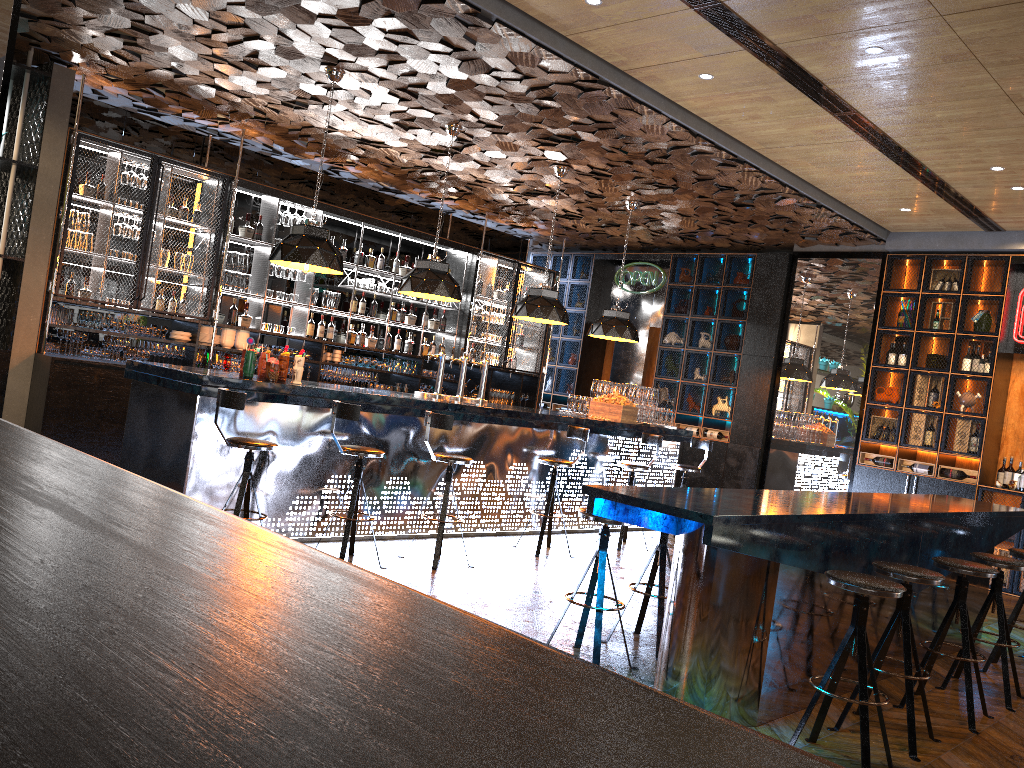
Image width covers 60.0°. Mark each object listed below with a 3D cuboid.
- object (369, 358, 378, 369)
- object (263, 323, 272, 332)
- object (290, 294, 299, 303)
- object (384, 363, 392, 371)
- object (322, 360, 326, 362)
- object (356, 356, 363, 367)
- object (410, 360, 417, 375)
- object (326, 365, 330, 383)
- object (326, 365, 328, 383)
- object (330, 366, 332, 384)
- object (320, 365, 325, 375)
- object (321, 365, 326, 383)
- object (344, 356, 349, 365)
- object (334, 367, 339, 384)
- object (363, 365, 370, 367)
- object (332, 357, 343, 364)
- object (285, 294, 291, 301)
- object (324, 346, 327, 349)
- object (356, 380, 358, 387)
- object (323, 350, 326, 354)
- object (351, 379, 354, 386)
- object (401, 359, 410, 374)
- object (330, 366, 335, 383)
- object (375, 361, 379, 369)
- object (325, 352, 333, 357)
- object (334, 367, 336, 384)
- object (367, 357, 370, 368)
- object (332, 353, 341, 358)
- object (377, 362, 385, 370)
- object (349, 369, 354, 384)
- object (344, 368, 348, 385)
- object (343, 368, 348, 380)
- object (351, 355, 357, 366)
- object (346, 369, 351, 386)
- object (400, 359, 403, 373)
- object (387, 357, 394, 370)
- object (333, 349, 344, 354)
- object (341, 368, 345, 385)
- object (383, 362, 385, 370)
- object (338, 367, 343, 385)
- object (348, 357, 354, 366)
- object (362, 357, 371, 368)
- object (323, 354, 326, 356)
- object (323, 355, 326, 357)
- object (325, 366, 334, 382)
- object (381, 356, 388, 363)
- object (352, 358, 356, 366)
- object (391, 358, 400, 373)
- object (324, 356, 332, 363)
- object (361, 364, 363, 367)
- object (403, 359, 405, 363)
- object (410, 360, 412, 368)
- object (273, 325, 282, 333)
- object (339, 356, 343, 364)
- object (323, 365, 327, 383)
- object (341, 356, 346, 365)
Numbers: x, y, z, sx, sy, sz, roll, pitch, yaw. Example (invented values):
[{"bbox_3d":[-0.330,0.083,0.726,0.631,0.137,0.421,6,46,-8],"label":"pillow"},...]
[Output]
[{"bbox_3d":[-1.660,-0.246,10.622,0.108,0.126,0.108,8,0,-12],"label":"object"},{"bbox_3d":[-2.674,-0.616,9.688,0.089,0.092,0.089,8,0,15],"label":"object"},{"bbox_3d":[-2.418,-0.949,9.847,0.089,0.092,0.089,8,0,28],"label":"object"},{"bbox_3d":[-1.503,-0.208,10.746,0.098,0.097,0.098,8,0,-12],"label":"object"},{"bbox_3d":[-2.199,-0.271,10.141,0.149,0.022,0.149,8,0,12],"label":"object"},{"bbox_3d":[-1.822,-0.269,10.626,0.100,0.125,0.100,8,0,1],"label":"object"},{"bbox_3d":[-1.216,-0.204,11.011,0.101,0.172,0.115,8,0,-17],"label":"object"},{"bbox_3d":[-2.145,-0.098,10.359,0.058,0.234,0.058,8,0,19],"label":"object"},{"bbox_3d":[-2.184,-0.104,10.484,0.058,0.234,0.058,8,0,-3],"label":"object"},{"bbox_3d":[-2.124,-0.095,10.432,0.058,0.234,0.058,8,0,21],"label":"object"},{"bbox_3d":[-2.190,-0.101,10.104,0.108,0.227,0.108,8,0,35],"label":"object"},{"bbox_3d":[-2.195,-0.102,10.272,0.108,0.227,0.108,8,0,8],"label":"object"},{"bbox_3d":[-1.929,-0.271,10.384,0.058,0.099,0.067,8,0,13],"label":"object"},{"bbox_3d":[-2.033,-0.081,10.249,0.058,0.234,0.058,8,0,-4],"label":"object"},{"bbox_3d":[-1.782,-0.249,10.869,0.098,0.097,0.098,8,0,35],"label":"object"},{"bbox_3d":[-2.037,-0.271,10.287,0.094,0.067,0.106,8,0,32],"label":"object"},{"bbox_3d":[-2.515,-0.963,10.005,0.089,0.092,0.089,8,0,28],"label":"object"},{"bbox_3d":[-2.183,-0.411,10.133,0.094,0.069,0.106,8,0,-40],"label":"object"},{"bbox_3d":[-1.876,-0.056,10.764,0.091,0.229,0.091,8,0,12],"label":"object"},{"bbox_3d":[-2.182,-0.366,10.141,0.107,0.070,0.094,8,0,-16],"label":"object"},{"bbox_3d":[-1.901,-0.059,10.575,0.091,0.229,0.091,8,0,-26],"label":"object"},{"bbox_3d":[-1.300,-0.216,10.909,0.101,0.172,0.115,8,0,28],"label":"object"},{"bbox_3d":[-2.092,-0.090,10.309,0.058,0.234,0.058,8,0,-24],"label":"object"},{"bbox_3d":[-1.649,-0.229,10.747,0.098,0.097,0.098,8,0,-9],"label":"object"},{"bbox_3d":[-2.129,-0.330,10.313,0.105,0.069,0.094,8,0,21],"label":"object"},{"bbox_3d":[-2.062,-0.086,10.369,0.058,0.234,0.058,8,0,-13],"label":"object"},{"bbox_3d":[-1.742,-0.258,10.703,0.108,0.126,0.108,8,0,38],"label":"object"},{"bbox_3d":[-2.034,-0.317,10.287,0.094,0.069,0.106,8,0,-5],"label":"object"},{"bbox_3d":[-1.578,-0.219,10.675,0.098,0.097,0.098,8,0,23],"label":"object"},{"bbox_3d":[-1.888,-0.059,10.389,0.049,0.231,0.049,8,0,39],"label":"object"},{"bbox_3d":[-1.939,-0.066,10.334,0.049,0.231,0.049,8,0,-35],"label":"object"},{"bbox_3d":[-1.977,-0.072,10.484,0.049,0.231,0.049,8,0,-38],"label":"object"},{"bbox_3d":[-1.908,-0.281,10.705,0.100,0.125,0.100,8,0,-33],"label":"object"},{"bbox_3d":[-1.933,-0.065,10.435,0.049,0.231,0.049,8,0,-42],"label":"object"},{"bbox_3d":[-1.395,-0.230,10.994,0.101,0.172,0.115,8,0,-17],"label":"object"},{"bbox_3d":[-1.494,-0.244,10.892,0.115,0.172,0.101,8,0,-37],"label":"object"},{"bbox_3d":[-2.022,-0.360,10.278,0.106,0.068,0.094,8,0,44],"label":"object"},{"bbox_3d":[-1.986,-0.073,10.381,0.049,0.231,0.049,8,0,-38],"label":"object"},{"bbox_3d":[-1.583,-0.219,10.819,0.098,0.097,0.098,8,0,-22],"label":"object"},{"bbox_3d":[-2.000,-0.077,10.296,0.058,0.234,0.058,8,0,-43],"label":"object"},{"bbox_3d":[-1.878,-0.263,10.338,0.058,0.099,0.067,8,0,-1],"label":"object"},{"bbox_3d":[-1.735,-0.256,10.540,0.100,0.125,0.100,8,0,-7],"label":"object"},{"bbox_3d":[-2.190,-0.335,10.139,0.149,0.026,0.148,8,0,-40],"label":"object"},{"bbox_3d":[-2.191,-0.324,10.140,0.149,0.025,0.149,8,0,6],"label":"object"},{"bbox_3d":[-2.112,-0.090,10.188,0.108,0.227,0.108,8,0,14],"label":"object"},{"bbox_3d":[-1.578,-0.257,10.981,0.101,0.172,0.115,8,0,28],"label":"object"},{"bbox_3d":[-1.865,-0.261,10.410,0.067,0.099,0.058,8,0,-11],"label":"object"},{"bbox_3d":[-1.405,-0.231,10.812,0.115,0.172,0.101,8,0,-17],"label":"object"},{"bbox_3d":[-2.142,-0.287,10.310,0.094,0.067,0.106,8,0,6],"label":"object"},{"bbox_3d":[-1.831,-0.271,10.787,0.108,0.126,0.108,8,0,15],"label":"object"},{"bbox_3d":[-1.392,-0.229,11.178,0.115,0.172,0.101,8,0,-37],"label":"object"},{"bbox_3d":[-1.295,-0.215,11.097,0.101,0.172,0.115,8,0,28],"label":"object"},{"bbox_3d":[-2.583,-0.603,9.766,0.089,0.092,0.089,8,0,7],"label":"object"},{"bbox_3d":[-2.033,-0.286,10.512,0.058,0.099,0.067,8,0,4],"label":"object"},{"bbox_3d":[-2.205,-0.107,10.417,0.058,0.234,0.058,8,0,-44],"label":"object"},{"bbox_3d":[-1.983,-0.279,10.467,0.058,0.099,0.067,8,0,-44],"label":"object"}]
